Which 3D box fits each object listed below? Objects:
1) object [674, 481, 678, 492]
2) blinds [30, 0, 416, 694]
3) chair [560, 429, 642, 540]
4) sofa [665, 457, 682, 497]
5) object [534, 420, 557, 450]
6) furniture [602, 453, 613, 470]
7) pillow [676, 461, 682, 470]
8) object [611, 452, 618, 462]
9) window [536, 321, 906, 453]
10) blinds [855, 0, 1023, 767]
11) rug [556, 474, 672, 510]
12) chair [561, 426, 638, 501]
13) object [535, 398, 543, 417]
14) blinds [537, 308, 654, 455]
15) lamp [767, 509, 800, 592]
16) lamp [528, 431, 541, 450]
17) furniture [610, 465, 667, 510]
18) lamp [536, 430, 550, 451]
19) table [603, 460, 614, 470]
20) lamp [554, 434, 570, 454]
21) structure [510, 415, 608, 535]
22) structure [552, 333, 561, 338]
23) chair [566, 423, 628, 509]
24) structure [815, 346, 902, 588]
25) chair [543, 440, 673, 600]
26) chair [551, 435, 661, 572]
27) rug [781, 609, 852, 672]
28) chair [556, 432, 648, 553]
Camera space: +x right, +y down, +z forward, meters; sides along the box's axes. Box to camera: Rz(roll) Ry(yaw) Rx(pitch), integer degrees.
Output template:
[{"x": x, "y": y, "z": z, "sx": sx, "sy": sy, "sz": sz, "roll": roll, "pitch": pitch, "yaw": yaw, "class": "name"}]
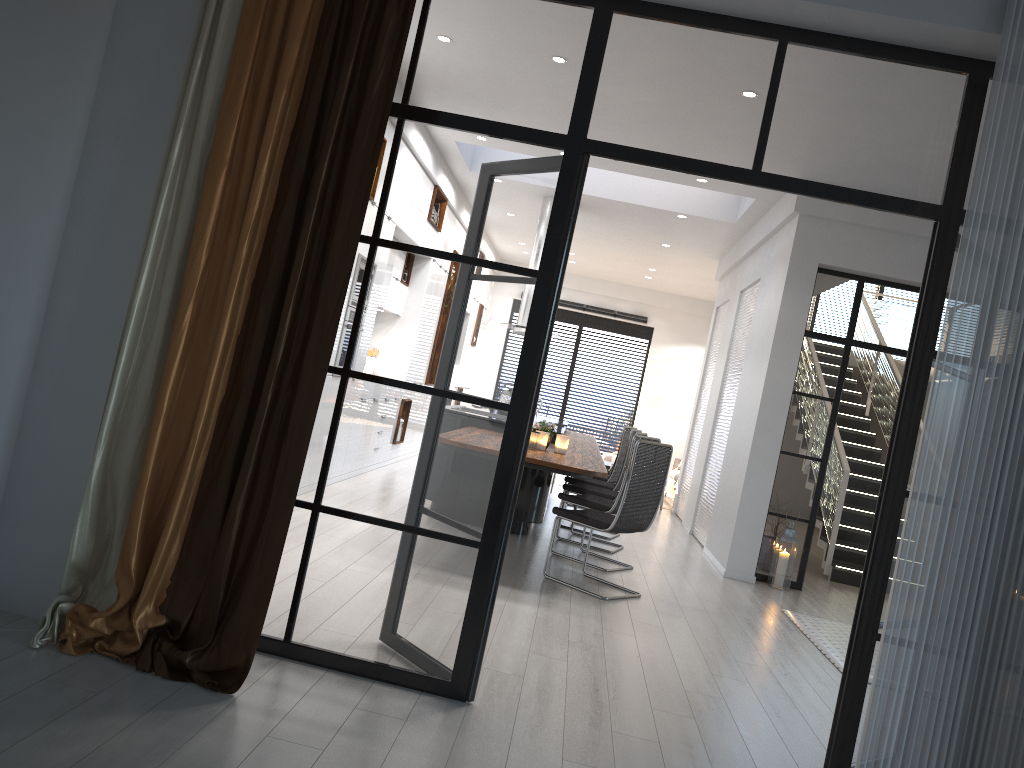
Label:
[{"x": 2.618, "y": 1.331, "z": 11.995, "sx": 0.722, "sy": 0.493, "sz": 0.711, "roll": 12, "pitch": 0, "yaw": 1, "class": "object"}, {"x": -0.907, "y": -0.535, "z": 3.064, "sx": 0.811, "sy": 3.046, "sz": 0.254, "roll": 12, "pitch": -1, "yaw": 4, "class": "blinds"}, {"x": 0.815, "y": 0.871, "z": 8.298, "sx": 0.537, "sy": 1.019, "sz": 0.470, "roll": 12, "pitch": -1, "yaw": 20, "class": "chair"}, {"x": 2.793, "y": 1.391, "z": 12.611, "sx": 0.899, "sy": 0.826, "sz": 2.091, "roll": 12, "pitch": 0, "yaw": 5, "class": "sofa"}, {"x": 0.223, "y": 0.348, "z": 6.138, "sx": 0.151, "sy": 0.206, "sz": 0.157, "roll": 12, "pitch": -1, "yaw": 22, "class": "object"}, {"x": 1.750, "y": 1.354, "z": 14.106, "sx": 0.700, "sy": 0.460, "sz": 0.699, "roll": 12, "pitch": 0, "yaw": 5, "class": "furniture"}, {"x": 2.919, "y": 1.221, "z": 12.650, "sx": 0.589, "sy": 0.392, "sz": 2.029, "roll": 12, "pitch": 0, "yaw": -7, "class": "pillow"}, {"x": 1.789, "y": 1.233, "z": 14.056, "sx": 0.418, "sy": 0.355, "sz": 0.759, "roll": 12, "pitch": 0, "yaw": 13, "class": "object"}, {"x": 4.263, "y": -0.560, "z": 16.256, "sx": 8.568, "sy": 5.064, "sz": 0.462, "roll": 12, "pitch": -1, "yaw": 3, "class": "window"}, {"x": 2.039, "y": 0.102, "z": 2.896, "sx": 1.301, "sy": 3.070, "sz": 0.052, "roll": 12, "pitch": -1, "yaw": 5, "class": "blinds"}, {"x": 1.463, "y": 1.517, "z": 12.973, "sx": 1.624, "sy": 0.020, "sz": 2.517, "roll": 12, "pitch": 0, "yaw": 4, "class": "rug"}, {"x": 0.876, "y": 0.883, "z": 9.109, "sx": 0.538, "sy": 1.019, "sz": 0.469, "roll": 12, "pitch": -1, "yaw": 25, "class": "chair"}, {"x": 0.169, "y": 0.216, "z": 8.858, "sx": 0.212, "sy": 0.254, "sz": 0.182, "roll": 11, "pitch": -1, "yaw": 39, "class": "object"}, {"x": 1.024, "y": 0.044, "z": 16.139, "sx": 2.586, "sy": 2.722, "sz": 0.358, "roll": 12, "pitch": -1, "yaw": 5, "class": "blinds"}, {"x": 2.268, "y": 1.360, "z": 7.343, "sx": 0.148, "sy": 0.666, "sz": 0.156, "roll": 12, "pitch": -1, "yaw": 5, "class": "lamp"}, {"x": 0.140, "y": 0.375, "z": 5.905, "sx": 0.078, "sy": 0.120, "sz": 0.078, "roll": 12, "pitch": -1, "yaw": -12, "class": "lamp"}, {"x": 1.641, "y": 1.331, "z": 11.796, "sx": 0.699, "sy": 0.460, "sz": 0.699, "roll": 12, "pitch": 0, "yaw": 0, "class": "furniture"}, {"x": 0.196, "y": 0.384, "z": 6.000, "sx": 0.095, "sy": 0.124, "sz": 0.095, "roll": 12, "pitch": -1, "yaw": -2, "class": "lamp"}, {"x": 1.631, "y": 1.385, "z": 12.909, "sx": 1.000, "sy": 0.350, "sz": 0.999, "roll": 12, "pitch": 0, "yaw": 5, "class": "table"}, {"x": 0.342, "y": 0.415, "z": 6.103, "sx": 0.096, "sy": 0.124, "sz": 0.095, "roll": 11, "pitch": -1, "yaw": 38, "class": "lamp"}, {"x": 0.034, "y": 0.771, "z": 7.972, "sx": 1.378, "sy": 0.887, "sz": 5.636, "roll": 12, "pitch": 0, "yaw": 5, "class": "structure"}, {"x": 0.365, "y": -1.314, "z": 10.136, "sx": 0.696, "sy": 1.609, "sz": 1.042, "roll": 12, "pitch": -1, "yaw": 4, "class": "structure"}, {"x": 0.939, "y": 0.897, "z": 10.070, "sx": 0.537, "sy": 1.019, "sz": 0.470, "roll": 12, "pitch": -1, "yaw": 5, "class": "chair"}, {"x": 4.642, "y": 0.368, "z": 10.244, "sx": 2.395, "sy": 3.604, "sz": 5.797, "roll": 12, "pitch": 0, "yaw": 5, "class": "structure"}, {"x": 0.620, "y": 0.829, "z": 5.833, "sx": 0.538, "sy": 1.019, "sz": 0.469, "roll": 11, "pitch": -2, "yaw": 40, "class": "chair"}, {"x": 0.703, "y": 0.847, "z": 6.767, "sx": 0.538, "sy": 1.019, "sz": 0.469, "roll": 11, "pitch": -1, "yaw": 35, "class": "chair"}, {"x": 2.992, "y": 1.842, "z": 5.528, "sx": 2.277, "sy": 0.020, "sz": 1.584, "roll": 12, "pitch": 0, "yaw": 4, "class": "rug"}, {"x": 0.759, "y": 0.859, "z": 7.582, "sx": 0.537, "sy": 1.019, "sz": 0.470, "roll": 12, "pitch": -1, "yaw": 20, "class": "chair"}]
